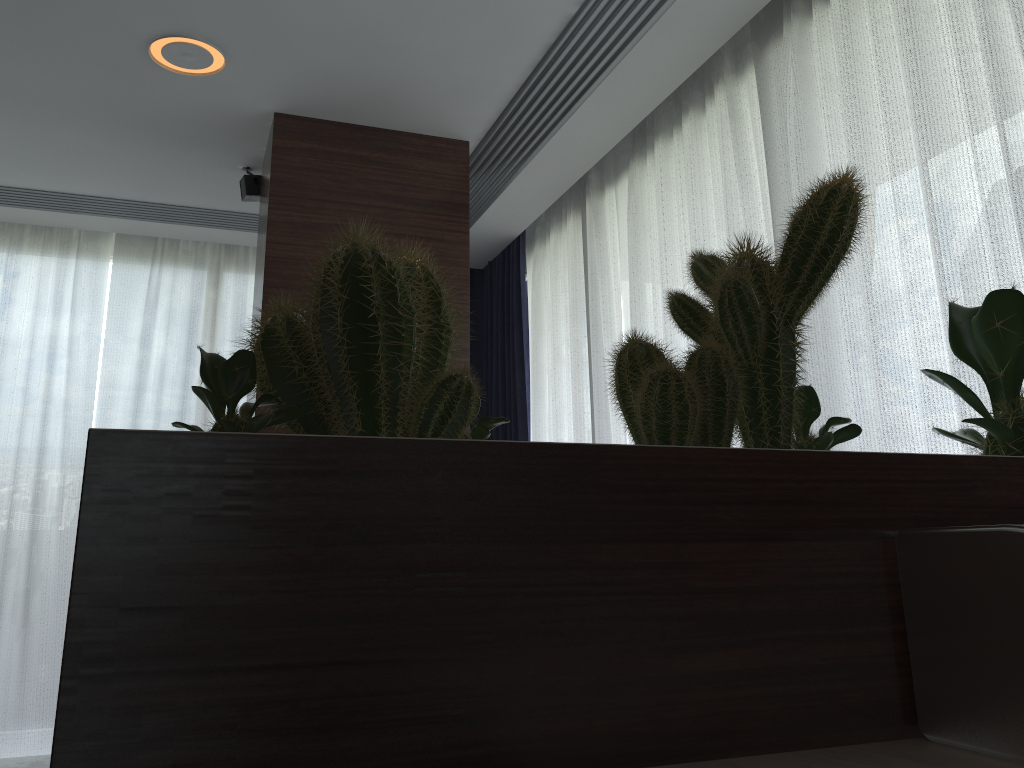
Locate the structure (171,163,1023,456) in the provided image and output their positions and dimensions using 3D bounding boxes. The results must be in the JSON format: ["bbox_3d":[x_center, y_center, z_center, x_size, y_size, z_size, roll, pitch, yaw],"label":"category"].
[{"bbox_3d":[0.210,-0.051,0.793,0.998,0.293,0.218,3,-14,-17],"label":"structure"}]

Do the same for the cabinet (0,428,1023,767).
[{"bbox_3d":[-0.755,-0.346,0.209,3.327,2.609,0.770,4,-16,-20],"label":"cabinet"}]

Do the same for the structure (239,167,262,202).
[{"bbox_3d":[-1.146,-0.882,3.918,0.114,0.145,0.083,7,-16,-29],"label":"structure"}]

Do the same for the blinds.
[{"bbox_3d":[-2.342,-0.168,1.610,7.124,2.834,5.690,3,-12,-16],"label":"blinds"}]

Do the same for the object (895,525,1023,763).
[{"bbox_3d":[0.487,0.170,0.608,0.343,0.148,0.218,3,-13,-20],"label":"object"}]
